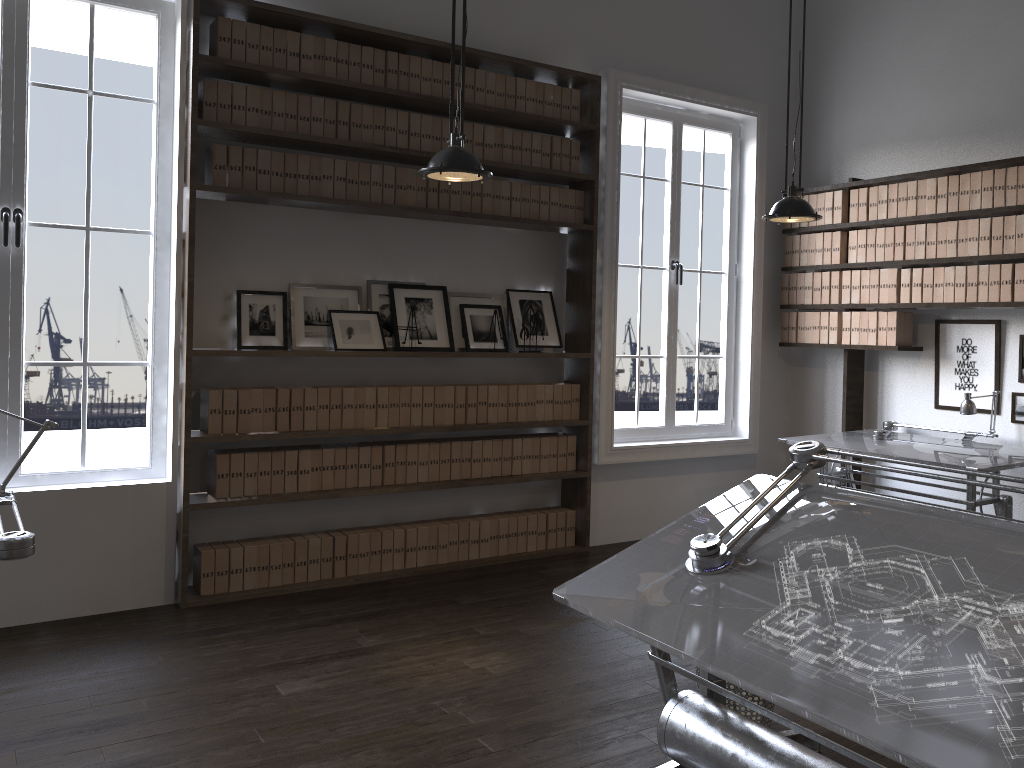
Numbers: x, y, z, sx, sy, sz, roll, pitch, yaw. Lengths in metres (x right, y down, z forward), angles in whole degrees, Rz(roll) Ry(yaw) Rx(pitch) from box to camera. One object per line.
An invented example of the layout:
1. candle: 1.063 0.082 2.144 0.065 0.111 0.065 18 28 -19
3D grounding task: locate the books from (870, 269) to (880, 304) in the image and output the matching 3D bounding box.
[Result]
1. books: 2.449 -0.640 5.855 0.174 0.225 0.067 0 1 -32

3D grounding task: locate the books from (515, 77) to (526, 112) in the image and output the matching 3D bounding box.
1. books: 0.007 -1.742 5.419 0.067 0.225 0.175 1 2 -32

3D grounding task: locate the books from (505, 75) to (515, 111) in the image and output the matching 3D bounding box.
1. books: -0.055 -1.741 5.385 0.066 0.225 0.175 1 2 -32

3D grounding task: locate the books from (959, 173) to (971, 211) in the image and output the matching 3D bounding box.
1. books: 2.782 -1.146 5.344 0.174 0.225 0.067 0 1 -32

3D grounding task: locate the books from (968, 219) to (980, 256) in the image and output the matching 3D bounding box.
1. books: 2.805 -0.865 5.292 0.174 0.225 0.067 0 1 -32

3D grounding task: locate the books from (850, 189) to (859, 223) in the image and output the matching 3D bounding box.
1. books: 2.371 -1.196 5.997 0.174 0.225 0.067 0 1 -32

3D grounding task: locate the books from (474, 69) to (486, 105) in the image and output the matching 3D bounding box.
1. books: -0.231 -1.738 5.267 0.066 0.225 0.175 1 2 -32

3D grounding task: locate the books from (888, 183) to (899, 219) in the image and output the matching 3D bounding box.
1. books: 2.526 -1.178 5.751 0.174 0.225 0.067 0 1 -32

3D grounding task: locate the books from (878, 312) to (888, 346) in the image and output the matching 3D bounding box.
1. books: 2.480 -0.359 5.802 0.174 0.225 0.067 0 1 -32

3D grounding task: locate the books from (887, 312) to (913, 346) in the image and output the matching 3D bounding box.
1. books: 2.515 -0.355 5.741 0.174 0.225 0.067 0 1 -32

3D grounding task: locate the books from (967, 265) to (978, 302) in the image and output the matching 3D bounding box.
1. books: 2.797 -0.590 5.290 0.174 0.226 0.067 0 1 -32

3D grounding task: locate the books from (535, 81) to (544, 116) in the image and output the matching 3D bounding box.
1. books: 0.120 -1.744 5.494 0.066 0.225 0.175 1 2 -32

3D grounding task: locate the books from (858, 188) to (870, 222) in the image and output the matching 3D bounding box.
1. books: 2.406 -1.192 5.932 0.174 0.226 0.067 0 1 -32

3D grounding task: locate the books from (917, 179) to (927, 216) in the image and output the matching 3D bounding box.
1. books: 2.634 -1.164 5.576 0.174 0.225 0.067 0 1 -32

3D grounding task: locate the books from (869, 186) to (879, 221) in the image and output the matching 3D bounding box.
1. books: 2.451 -1.187 5.871 0.174 0.225 0.067 0 1 -32

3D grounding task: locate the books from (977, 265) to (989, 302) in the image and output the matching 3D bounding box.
1. books: 2.835 -0.586 5.239 0.174 0.225 0.067 0 1 -32

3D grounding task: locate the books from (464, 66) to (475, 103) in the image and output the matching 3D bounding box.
1. books: -0.292 -1.737 5.229 0.067 0.225 0.175 1 2 -32

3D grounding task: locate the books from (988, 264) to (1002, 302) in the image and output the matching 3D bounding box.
1. books: 2.872 -0.582 5.185 0.174 0.225 0.067 0 1 -32

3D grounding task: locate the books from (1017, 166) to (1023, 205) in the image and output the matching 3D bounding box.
1. books: 2.965 -1.124 5.054 0.174 0.225 0.067 0 1 -32

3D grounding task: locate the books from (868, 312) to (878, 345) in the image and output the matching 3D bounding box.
1. books: 2.437 -0.364 5.857 0.174 0.226 0.067 0 1 -32

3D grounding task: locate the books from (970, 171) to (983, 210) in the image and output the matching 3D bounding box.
1. books: 2.816 -1.142 5.283 0.174 0.225 0.067 0 1 -32

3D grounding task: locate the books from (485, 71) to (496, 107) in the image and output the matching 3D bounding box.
1. books: -0.172 -1.739 5.309 0.066 0.225 0.174 1 2 -32

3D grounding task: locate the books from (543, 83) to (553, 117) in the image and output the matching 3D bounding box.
1. books: 0.179 -1.744 5.525 0.067 0.225 0.175 1 2 -32

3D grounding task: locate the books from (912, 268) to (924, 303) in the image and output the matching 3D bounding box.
1. books: 2.610 -0.613 5.591 0.174 0.226 0.067 0 1 -32

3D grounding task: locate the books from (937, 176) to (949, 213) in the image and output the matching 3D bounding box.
1. books: 2.703 -1.155 5.460 0.174 0.226 0.067 0 1 -32

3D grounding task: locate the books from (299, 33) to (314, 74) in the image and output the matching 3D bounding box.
1. books: -1.119 -1.726 4.713 0.066 0.225 0.175 1 2 -32

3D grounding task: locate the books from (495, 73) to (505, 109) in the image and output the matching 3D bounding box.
1. books: -0.115 -1.740 5.349 0.066 0.225 0.174 1 2 -32

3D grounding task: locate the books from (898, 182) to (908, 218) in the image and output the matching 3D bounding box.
1. books: 2.563 -1.173 5.691 0.174 0.225 0.067 0 1 -32

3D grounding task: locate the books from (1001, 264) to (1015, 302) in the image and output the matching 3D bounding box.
1. books: 2.907 -0.577 5.119 0.174 0.226 0.067 0 1 -32

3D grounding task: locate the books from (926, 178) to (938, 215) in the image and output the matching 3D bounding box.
1. books: 2.666 -1.160 5.522 0.174 0.225 0.067 0 1 -32

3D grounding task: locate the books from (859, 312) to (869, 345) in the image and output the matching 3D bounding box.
1. books: 2.405 -0.368 5.916 0.174 0.225 0.067 0 1 -32

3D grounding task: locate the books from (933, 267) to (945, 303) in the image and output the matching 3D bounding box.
1. books: 2.690 -0.604 5.476 0.174 0.225 0.067 0 1 -32

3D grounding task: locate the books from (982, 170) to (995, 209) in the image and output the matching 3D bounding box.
1. books: 2.852 -1.137 5.220 0.174 0.225 0.067 0 1 -32

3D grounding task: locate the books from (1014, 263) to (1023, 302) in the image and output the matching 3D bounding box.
1. books: 2.951 -0.572 5.059 0.174 0.225 0.067 0 1 -32

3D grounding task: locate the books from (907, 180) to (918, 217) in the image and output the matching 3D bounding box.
1. books: 2.594 -1.168 5.631 0.174 0.226 0.067 0 1 -32

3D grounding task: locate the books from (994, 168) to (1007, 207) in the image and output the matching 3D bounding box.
1. books: 2.890 -1.132 5.159 0.174 0.226 0.067 0 1 -32

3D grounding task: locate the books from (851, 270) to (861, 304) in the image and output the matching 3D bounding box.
1. books: 2.373 -0.650 5.972 0.174 0.225 0.067 0 1 -32

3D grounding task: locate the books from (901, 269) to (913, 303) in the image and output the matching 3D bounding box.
1. books: 2.568 -0.619 5.661 0.174 0.225 0.067 0 1 -32

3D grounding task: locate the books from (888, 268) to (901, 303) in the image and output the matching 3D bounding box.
1. books: 2.518 -0.631 5.735 0.174 0.226 0.067 0 1 -32

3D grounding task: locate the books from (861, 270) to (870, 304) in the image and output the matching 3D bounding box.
1. books: 2.414 -0.645 5.915 0.174 0.225 0.067 0 1 -32

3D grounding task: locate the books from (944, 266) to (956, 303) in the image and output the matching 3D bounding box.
1. books: 2.723 -0.600 5.414 0.174 0.225 0.067 0 1 -32

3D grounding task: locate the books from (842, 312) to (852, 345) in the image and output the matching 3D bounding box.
1. books: 2.330 -0.377 6.029 0.174 0.226 0.067 0 1 -32

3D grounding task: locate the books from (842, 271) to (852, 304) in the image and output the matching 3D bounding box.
1. books: 2.332 -0.654 6.031 0.174 0.225 0.067 0 1 -32

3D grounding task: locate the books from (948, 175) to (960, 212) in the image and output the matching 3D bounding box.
1. books: 2.744 -1.151 5.403 0.174 0.225 0.067 0 1 -32

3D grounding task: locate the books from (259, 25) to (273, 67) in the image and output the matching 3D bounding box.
1. books: -1.301 -1.724 4.603 0.066 0.225 0.174 1 2 -32

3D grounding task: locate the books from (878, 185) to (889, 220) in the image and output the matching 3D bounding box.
1. books: 2.485 -1.182 5.808 0.174 0.225 0.067 0 1 -32

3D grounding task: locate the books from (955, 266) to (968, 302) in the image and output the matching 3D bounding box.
1. books: 2.759 -0.595 5.351 0.174 0.225 0.067 0 1 -32

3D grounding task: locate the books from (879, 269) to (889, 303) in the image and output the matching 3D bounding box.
1. books: 2.488 -0.636 5.791 0.174 0.225 0.067 0 1 -32

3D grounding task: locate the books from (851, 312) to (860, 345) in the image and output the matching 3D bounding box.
1. books: 2.370 -0.372 5.968 0.174 0.225 0.067 0 1 -32

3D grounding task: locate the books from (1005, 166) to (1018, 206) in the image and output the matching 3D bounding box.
1. books: 2.928 -1.128 5.108 0.174 0.225 0.067 0 1 -32

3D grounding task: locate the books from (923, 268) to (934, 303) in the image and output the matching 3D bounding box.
1. books: 2.651 -0.609 5.534 0.174 0.225 0.067 0 1 -32
